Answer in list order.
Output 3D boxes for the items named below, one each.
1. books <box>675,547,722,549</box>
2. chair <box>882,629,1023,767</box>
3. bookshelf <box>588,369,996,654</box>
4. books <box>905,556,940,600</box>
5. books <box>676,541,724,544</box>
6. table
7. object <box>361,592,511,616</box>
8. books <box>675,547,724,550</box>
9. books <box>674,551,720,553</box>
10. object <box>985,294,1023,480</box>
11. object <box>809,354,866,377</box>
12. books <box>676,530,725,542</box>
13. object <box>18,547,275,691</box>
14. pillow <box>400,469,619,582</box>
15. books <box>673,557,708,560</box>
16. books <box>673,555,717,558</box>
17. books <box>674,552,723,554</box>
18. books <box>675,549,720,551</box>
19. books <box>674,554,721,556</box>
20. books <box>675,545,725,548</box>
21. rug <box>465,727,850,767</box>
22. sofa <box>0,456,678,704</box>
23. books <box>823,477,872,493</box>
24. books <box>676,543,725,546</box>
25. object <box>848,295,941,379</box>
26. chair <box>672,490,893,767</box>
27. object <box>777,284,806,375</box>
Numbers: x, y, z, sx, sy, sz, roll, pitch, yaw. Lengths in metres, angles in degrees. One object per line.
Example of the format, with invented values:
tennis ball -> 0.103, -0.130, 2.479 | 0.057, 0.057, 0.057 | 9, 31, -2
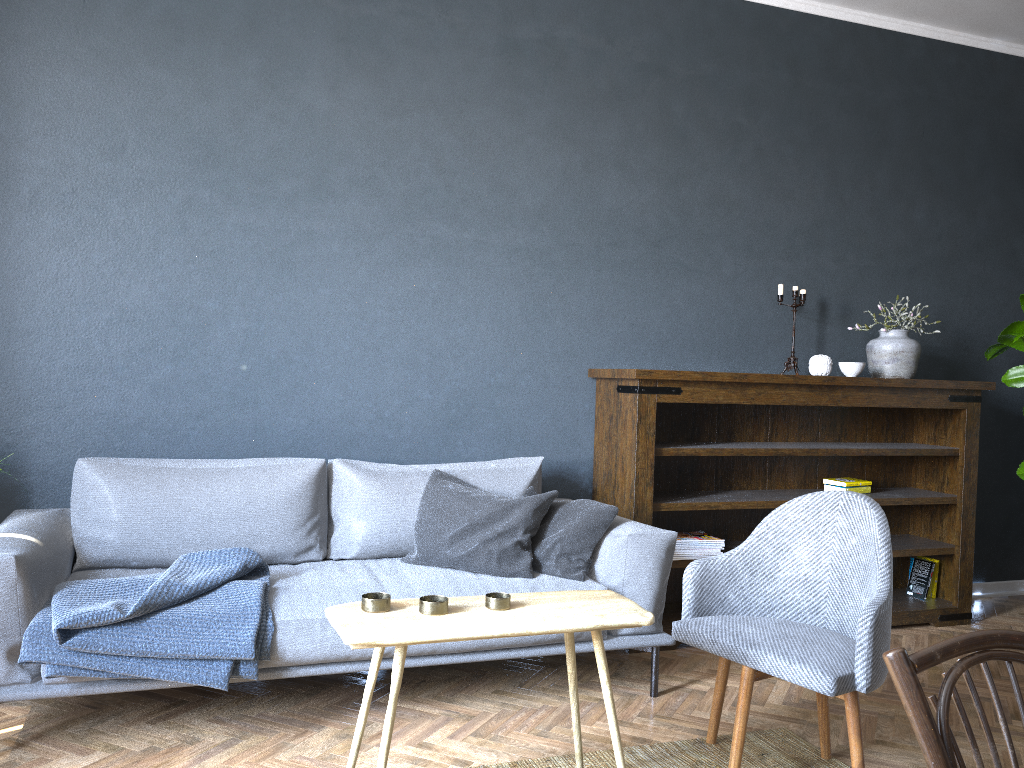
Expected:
books -> 0.733, 0.696, 3.867 | 0.288, 0.008, 0.218 | 2, 1, -16
chair -> 0.673, 0.730, 0.941 | 0.363, 0.820, 0.466 | 1, 1, -20
bookshelf -> 1.302, 0.547, 4.111 | 1.919, 1.172, 0.450 | 2, 1, -20
books -> 2.052, 0.970, 4.434 | 0.122, 0.193, 0.179 | 1, 1, -17
books -> 0.735, 0.674, 3.872 | 0.304, 0.008, 0.218 | 2, 1, -15
table -> -0.056, 0.833, 2.202 | 0.787, 0.550, 0.339 | 2, 1, -20
object -> -0.183, 0.539, 2.175 | 0.369, 0.033, 0.103 | 2, 1, -9
books -> 0.735, 0.701, 3.871 | 0.304, 0.006, 0.218 | 2, 1, -15
books -> 0.727, 0.712, 3.868 | 0.288, 0.008, 0.218 | 2, 1, -14
object -> 2.648, 0.232, 4.127 | 0.764, 1.899, 1.118 | 1, 1, -26
object -> 1.515, -0.085, 4.137 | 0.255, 0.104, 0.118 | 2, 1, 35
books -> 0.737, 0.666, 3.871 | 0.305, 0.013, 0.218 | 2, 1, -15
object -> -1.061, 0.694, 2.680 | 0.666, 0.329, 0.490 | 2, 1, -15
pillow -> -0.013, 0.519, 3.320 | 0.797, 0.362, 0.442 | 2, 1, -2
books -> 0.728, 0.740, 3.864 | 0.304, 0.008, 0.218 | 2, 1, -20
books -> 0.727, 0.733, 3.863 | 0.305, 0.007, 0.218 | 2, 1, -15
books -> 0.728, 0.717, 3.862 | 0.305, 0.013, 0.218 | 2, 1, -15
books -> 0.727, 0.706, 3.869 | 0.288, 0.008, 0.218 | 2, 1, -14
books -> 0.728, 0.725, 3.864 | 0.304, 0.008, 0.218 | 2, 1, -15
books -> 0.736, 0.689, 3.866 | 0.304, 0.008, 0.218 | 2, 1, -16
rug -> 0.121, 1.113, 2.094 | 2.011, 0.013, 1.003 | 2, 1, -20
sofa -> -0.622, 0.680, 3.163 | 2.340, 0.798, 0.969 | 2, 1, -20
books -> 1.628, 0.518, 4.263 | 0.197, 0.113, 0.174 | 1, 1, -31
books -> 0.736, 0.682, 3.868 | 0.304, 0.008, 0.218 | 2, 1, -16
object -> 1.829, -0.230, 4.266 | 0.275, 0.412, 0.385 | 1, 1, -42
chair -> 0.805, 0.723, 2.569 | 0.495, 0.811, 0.645 | 1, 2, -42
object -> 1.324, -0.259, 4.220 | 0.130, 0.438, 0.145 | 2, 1, 16
